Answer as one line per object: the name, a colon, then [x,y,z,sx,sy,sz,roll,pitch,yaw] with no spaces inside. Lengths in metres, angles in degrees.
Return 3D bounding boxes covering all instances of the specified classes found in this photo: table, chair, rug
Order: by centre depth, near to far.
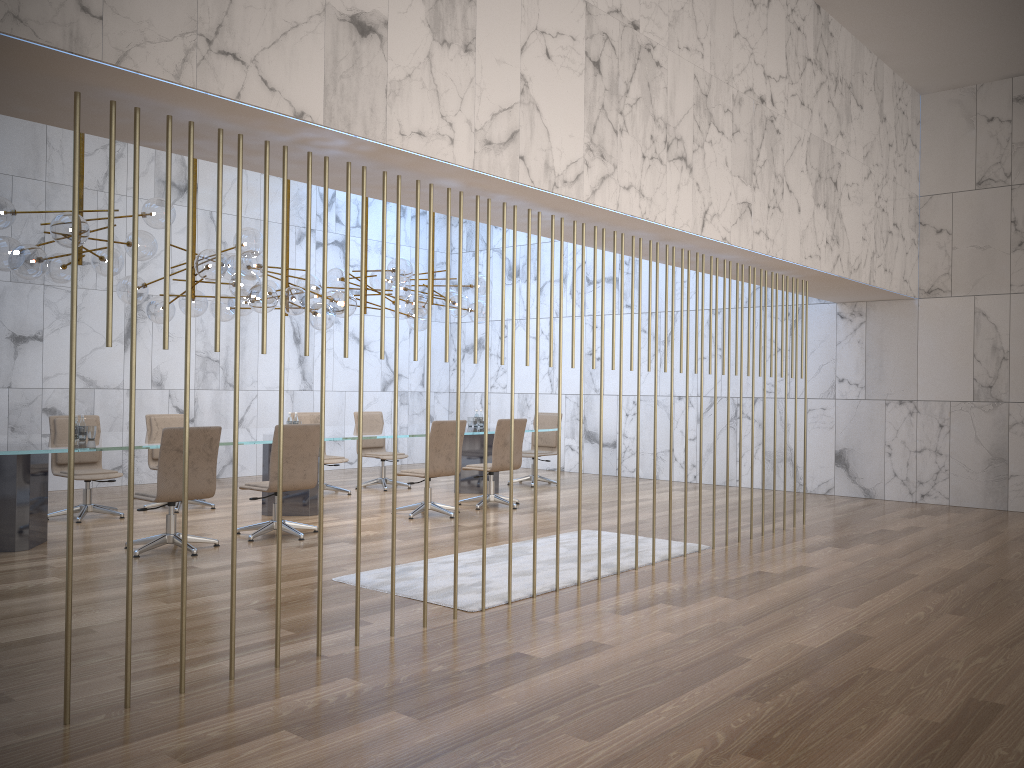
rug: [0.232,1.354,6.802,1.320,0.034,3.025,1,0,40]
chair: [-2.695,0.830,7.073,0.697,1.000,0.726,1,0,41]
chair: [-2.048,0.843,7.834,0.697,1.000,0.726,1,0,41]
chair: [-4.203,0.818,8.753,0.697,1.000,0.726,1,0,40]
chair: [-0.850,0.868,9.244,0.697,1.000,0.726,1,0,41]
table: [-2.293,0.925,9.280,2.092,0.835,7.924,1,0,40]
chair: [-3.563,0.831,9.506,0.697,1.000,0.726,1,0,40]
chair: [-0.207,0.882,10.001,0.697,1.000,0.726,1,0,41]
chair: [-2.368,0.856,10.912,0.697,1.000,0.726,1,0,40]
chair: [-1.720,0.870,11.674,0.697,1.000,0.726,1,0,40]
chair: [0.334,0.903,12.371,0.726,1.000,0.697,1,0,41]

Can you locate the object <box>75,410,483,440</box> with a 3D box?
object: [-2.089,0.405,9.538,0.124,0.213,5.189,1,0,40]

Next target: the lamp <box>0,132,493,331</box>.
lamp: [-2.332,-1.889,9.207,1.557,2.716,5.672,1,0,40]

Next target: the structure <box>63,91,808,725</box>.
structure: [0.624,0.141,6.184,0.023,2.456,7.223,1,0,40]

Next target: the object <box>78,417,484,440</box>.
object: [-2.061,0.453,9.495,0.183,0.117,5.112,1,0,40]
